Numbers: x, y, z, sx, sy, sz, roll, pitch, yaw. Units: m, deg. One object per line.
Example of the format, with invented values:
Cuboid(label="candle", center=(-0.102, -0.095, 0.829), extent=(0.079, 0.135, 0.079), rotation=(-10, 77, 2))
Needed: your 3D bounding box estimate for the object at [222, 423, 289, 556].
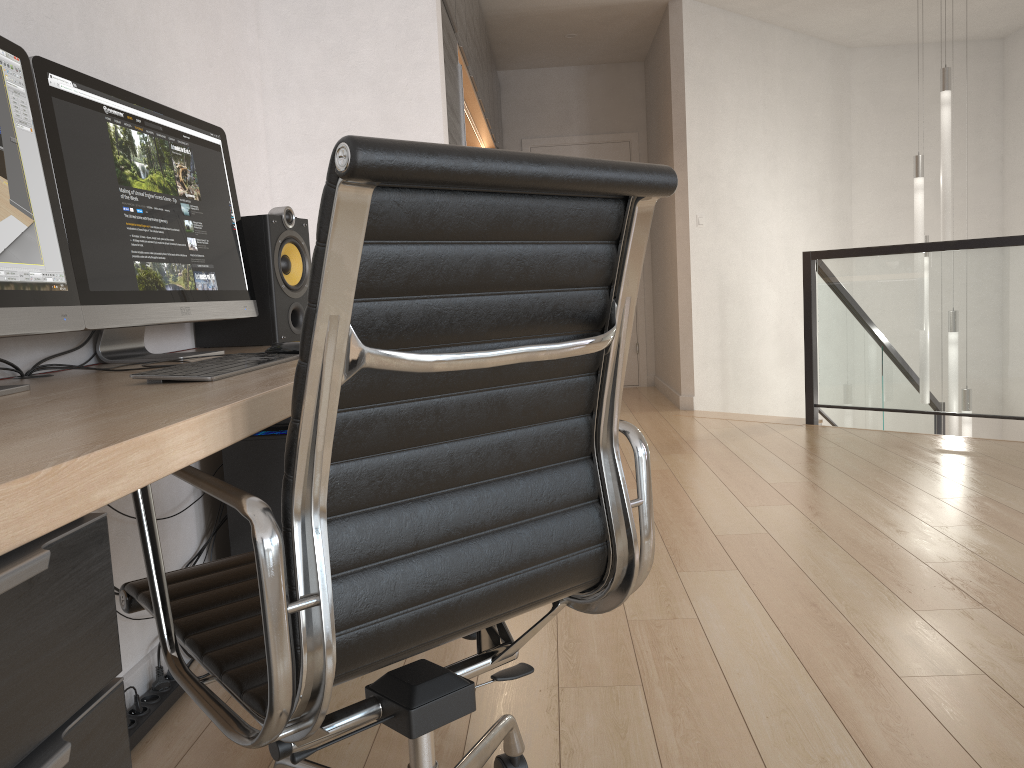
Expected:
Cuboid(label="object", center=(-0.475, 0.375, 2.342), extent=(0.474, 0.527, 0.215), rotation=(-3, 6, 3))

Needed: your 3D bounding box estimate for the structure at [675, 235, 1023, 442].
Cuboid(label="structure", center=(3.567, 1.298, 5.354), extent=(2.823, 4.339, 4.190), rotation=(-8, 8, -42))

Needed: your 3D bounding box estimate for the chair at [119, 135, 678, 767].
Cuboid(label="chair", center=(-0.166, 0.243, 1.171), extent=(0.664, 0.991, 0.699), rotation=(-7, 7, -36))

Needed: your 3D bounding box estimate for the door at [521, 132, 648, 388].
Cuboid(label="door", center=(0.620, -1.014, 7.513), extent=(0.974, 2.136, 0.085), rotation=(-3, 6, 3))

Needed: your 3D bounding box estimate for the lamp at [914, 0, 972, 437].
Cuboid(label="lamp", center=(2.720, -1.711, 5.618), extent=(0.359, 6.725, 0.359), rotation=(2, 7, 39))

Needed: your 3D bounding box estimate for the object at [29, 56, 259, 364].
Cuboid(label="object", center=(-0.747, -0.318, 1.841), extent=(0.190, 0.535, 0.716), rotation=(-2, 6, 8))

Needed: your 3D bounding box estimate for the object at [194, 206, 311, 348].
Cuboid(label="object", center=(-0.681, -0.281, 2.344), extent=(0.249, 0.354, 0.198), rotation=(-1, 6, 18))
